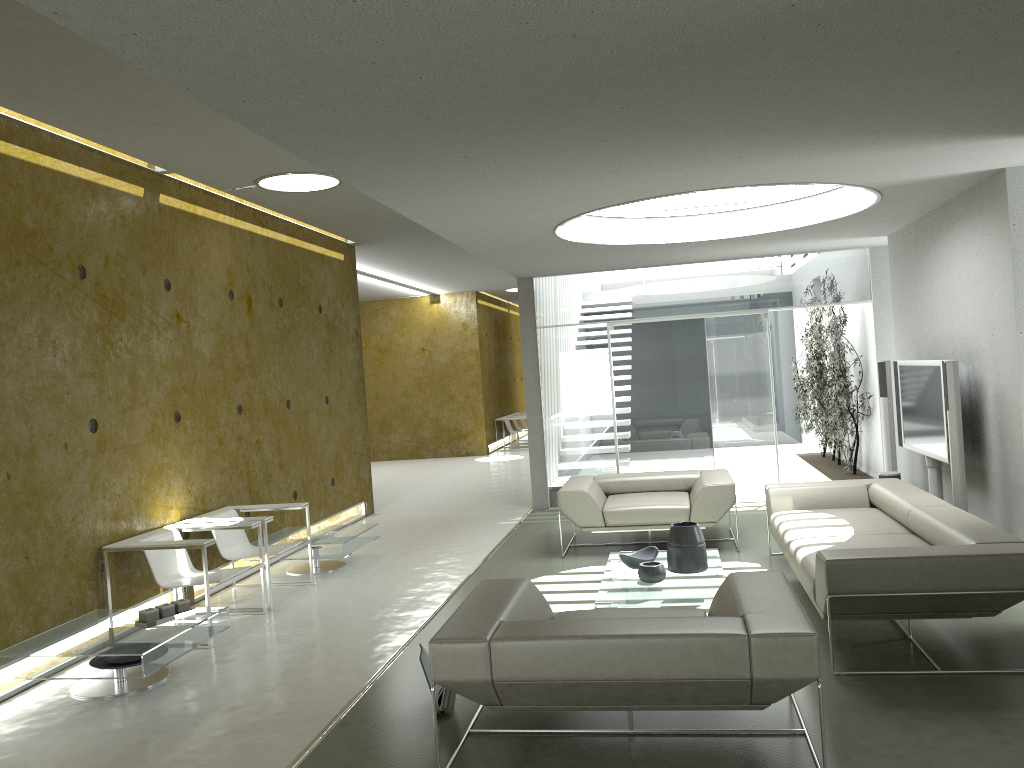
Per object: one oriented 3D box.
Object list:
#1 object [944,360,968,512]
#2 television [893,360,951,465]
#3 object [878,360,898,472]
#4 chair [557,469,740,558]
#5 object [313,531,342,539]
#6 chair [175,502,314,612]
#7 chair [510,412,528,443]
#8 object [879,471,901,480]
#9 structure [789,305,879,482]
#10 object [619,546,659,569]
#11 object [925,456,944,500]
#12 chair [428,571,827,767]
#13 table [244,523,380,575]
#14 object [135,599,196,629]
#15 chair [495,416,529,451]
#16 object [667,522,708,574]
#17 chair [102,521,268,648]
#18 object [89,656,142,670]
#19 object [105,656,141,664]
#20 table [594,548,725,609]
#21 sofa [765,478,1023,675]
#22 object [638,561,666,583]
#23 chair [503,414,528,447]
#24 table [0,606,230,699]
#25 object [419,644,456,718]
[{"bbox_3d":[3.114,0.570,6.190,0.310,1.469,0.310,-4,1,-13],"label":"object"},{"bbox_3d":[3.402,0.193,7.239,0.127,0.781,1.603,-4,1,10],"label":"television"},{"bbox_3d":[3.569,0.513,8.382,0.310,1.469,0.310,-4,1,37],"label":"object"},{"bbox_3d":[1.213,1.130,7.897,1.481,0.583,1.039,-4,1,10],"label":"chair"},{"bbox_3d":[-1.600,1.309,7.699,0.197,0.029,0.189,-4,1,10],"label":"object"},{"bbox_3d":[-2.052,1.331,6.896,0.710,0.667,0.800,-4,1,10],"label":"chair"},{"bbox_3d":[0.377,1.003,20.651,0.710,0.667,0.800,-4,1,10],"label":"chair"},{"bbox_3d":[3.426,1.033,8.025,0.175,0.461,0.185,-4,1,5],"label":"object"},{"bbox_3d":[3.982,-0.112,11.433,0.646,2.589,3.371,-4,1,10],"label":"structure"},{"bbox_3d":[0.874,1.204,6.095,0.317,0.125,0.223,-5,1,-43],"label":"object"},{"bbox_3d":[3.401,0.929,7.257,0.323,0.689,0.882,-4,1,10],"label":"object"},{"bbox_3d":[0.500,1.226,3.862,1.481,0.583,1.039,-4,1,10],"label":"chair"},{"bbox_3d":[-1.746,1.482,7.862,0.900,0.300,0.900,-4,1,10],"label":"table"},{"bbox_3d":[-2.030,1.333,5.190,0.118,0.097,0.326,-4,1,35],"label":"object"},{"bbox_3d":[0.079,1.043,18.965,0.710,0.667,0.800,-4,1,10],"label":"chair"},{"bbox_3d":[1.167,1.091,5.939,0.265,0.309,0.265,-4,1,-7],"label":"object"},{"bbox_3d":[-2.201,1.351,6.053,0.710,0.667,0.800,-4,1,10],"label":"chair"},{"bbox_3d":[-2.091,1.497,4.842,0.394,0.027,0.394,-4,1,-7],"label":"object"},{"bbox_3d":[-2.091,1.494,4.842,0.239,0.027,0.239,-4,1,27],"label":"object"},{"bbox_3d":[1.008,1.359,5.887,0.790,0.200,1.500,-4,1,10],"label":"table"},{"bbox_3d":[2.288,1.077,5.650,1.037,0.585,2.791,-4,1,10],"label":"sofa"},{"bbox_3d":[0.899,1.212,5.700,0.177,0.113,0.177,-4,1,-9],"label":"object"},{"bbox_3d":[0.228,1.023,19.808,0.710,0.667,0.800,-4,1,10],"label":"chair"},{"bbox_3d":[-2.241,1.549,5.057,0.900,0.300,0.900,-4,1,10],"label":"table"},{"bbox_3d":[-0.352,1.429,4.324,0.216,0.288,0.329,-4,1,0],"label":"object"}]
